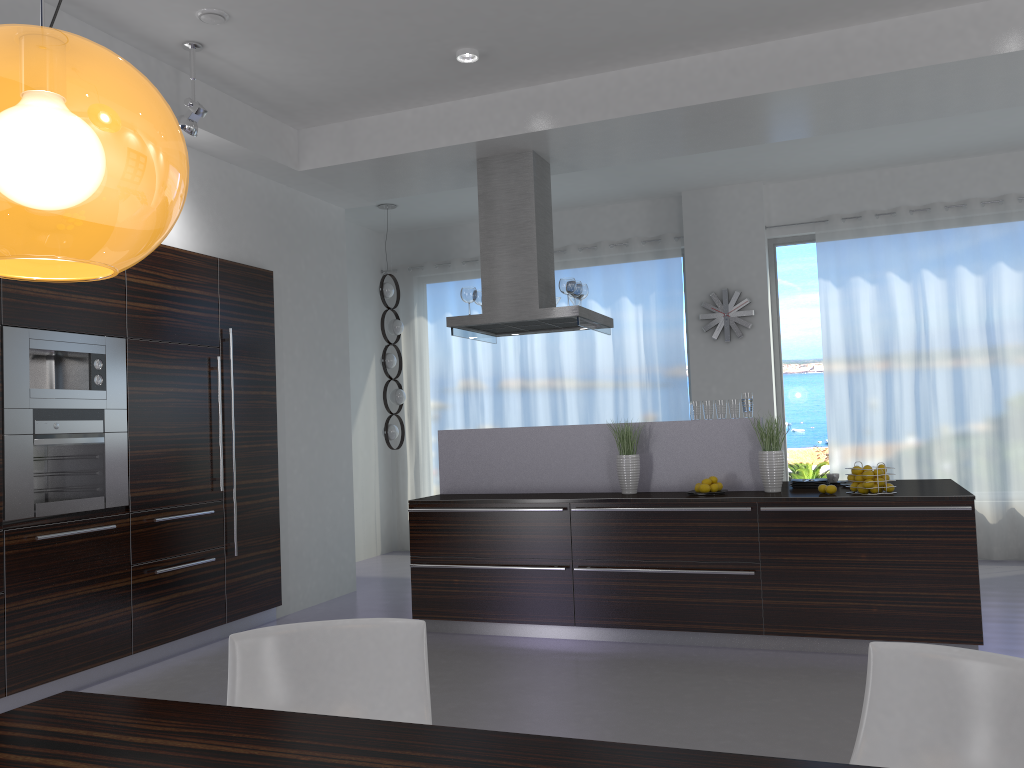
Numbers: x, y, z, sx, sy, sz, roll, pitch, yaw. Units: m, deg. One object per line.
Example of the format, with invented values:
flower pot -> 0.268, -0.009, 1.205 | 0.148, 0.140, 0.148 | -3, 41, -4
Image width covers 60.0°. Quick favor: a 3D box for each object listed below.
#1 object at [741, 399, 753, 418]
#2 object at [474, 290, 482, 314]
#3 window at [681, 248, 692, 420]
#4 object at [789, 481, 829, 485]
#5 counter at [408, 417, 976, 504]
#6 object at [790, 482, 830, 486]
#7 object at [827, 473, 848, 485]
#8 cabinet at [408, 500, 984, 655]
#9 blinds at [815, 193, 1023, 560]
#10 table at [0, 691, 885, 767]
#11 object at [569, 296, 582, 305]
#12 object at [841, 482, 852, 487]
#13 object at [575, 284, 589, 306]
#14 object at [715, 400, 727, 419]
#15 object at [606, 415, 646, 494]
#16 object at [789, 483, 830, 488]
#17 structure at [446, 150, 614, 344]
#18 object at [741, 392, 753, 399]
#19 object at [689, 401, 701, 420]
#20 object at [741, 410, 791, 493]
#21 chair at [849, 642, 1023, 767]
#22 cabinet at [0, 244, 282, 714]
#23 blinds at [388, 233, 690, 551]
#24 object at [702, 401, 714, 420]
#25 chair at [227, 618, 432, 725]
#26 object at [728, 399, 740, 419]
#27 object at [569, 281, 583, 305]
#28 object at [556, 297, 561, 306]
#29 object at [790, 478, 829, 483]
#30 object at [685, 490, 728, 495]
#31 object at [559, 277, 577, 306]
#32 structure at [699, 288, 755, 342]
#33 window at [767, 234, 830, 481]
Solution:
object -> 1.463, 0.152, 5.507 | 0.071, 0.119, 0.072 | -1, -3, -29
object -> -0.224, -0.582, 6.567 | 0.125, 0.221, 0.125 | 0, -4, -44
window -> 0.414, -0.013, 9.273 | 3.000, 2.500, 0.100 | -3, -3, 21
object -> 1.857, 0.616, 5.533 | 0.232, 0.020, 0.232 | -4, -3, 25
counter -> 1.100, 0.890, 5.760 | 3.291, 1.300, 1.302 | -3, -3, 21
object -> 1.857, 0.626, 5.533 | 0.232, 0.020, 0.232 | -4, -3, 30
object -> 2.070, 0.613, 5.718 | 0.153, 0.069, 0.153 | 0, -3, -35
cabinet -> 1.103, 1.113, 5.739 | 3.285, 0.852, 1.377 | -3, -3, 21
blinds -> 4.160, -0.057, 7.573 | 2.830, 3.112, 0.120 | -3, -3, 21
table -> -0.177, 0.963, 0.959 | 2.046, 0.783, 1.127 | -3, -3, 21
object -> 0.489, -0.579, 6.709 | 0.137, 0.174, 0.137 | -2, -3, -14
object -> 2.107, 0.598, 5.448 | 0.153, 0.069, 0.153 | -2, -3, -5
object -> 0.500, -0.615, 6.468 | 0.125, 0.221, 0.125 | 0, -4, -44
object -> 1.313, 0.161, 5.565 | 0.071, 0.119, 0.072 | -1, -3, -29
object -> 0.714, 0.440, 5.575 | 0.269, 0.502, 0.247 | -3, -3, 21
object -> 1.857, 0.636, 5.532 | 0.232, 0.020, 0.232 | -4, -3, 30
structure -> 0.136, -0.972, 6.569 | 0.981, 1.231, 0.915 | -3, -3, 21
object -> 1.462, 0.113, 5.509 | 0.071, 0.119, 0.072 | -1, -3, -29
object -> 1.163, 0.170, 5.623 | 0.072, 0.119, 0.071 | -1, -3, -19
object -> 1.551, 0.392, 5.277 | 0.269, 0.502, 0.247 | -1, -3, -26
chair -> 0.777, 0.946, 1.608 | 0.620, 0.805, 0.508 | 0, -3, -34
cabinet -> -2.600, 0.387, 4.797 | 0.669, 2.500, 3.600 | -3, -3, 21
blinds -> 0.188, 0.176, 9.114 | 3.245, 3.112, 0.120 | -3, -3, 21
object -> 1.238, 0.165, 5.594 | 0.071, 0.119, 0.072 | -1, -3, -29
chair -> -0.429, 1.017, 2.087 | 0.508, 0.805, 0.620 | -2, -3, -9
object -> 1.388, 0.156, 5.536 | 0.071, 0.119, 0.072 | -1, -3, -29
object -> 0.447, -0.620, 6.331 | 0.125, 0.221, 0.125 | 0, -4, -44
object -> 0.312, -0.569, 6.778 | 0.137, 0.174, 0.137 | -2, -3, -14
object -> 1.723, 0.555, 5.672 | 0.269, 0.147, 0.646 | 0, -4, -44
object -> 1.168, 0.651, 5.323 | 0.232, 0.020, 0.232 | -4, -3, 30
object -> 0.390, -0.625, 6.184 | 0.125, 0.221, 0.125 | 0, -4, -44
structure -> 2.010, -0.646, 8.309 | 0.505, 0.505, 0.076 | -3, -3, 21
window -> 3.905, -0.217, 7.918 | 3.000, 2.500, 0.100 | -3, -3, 21
